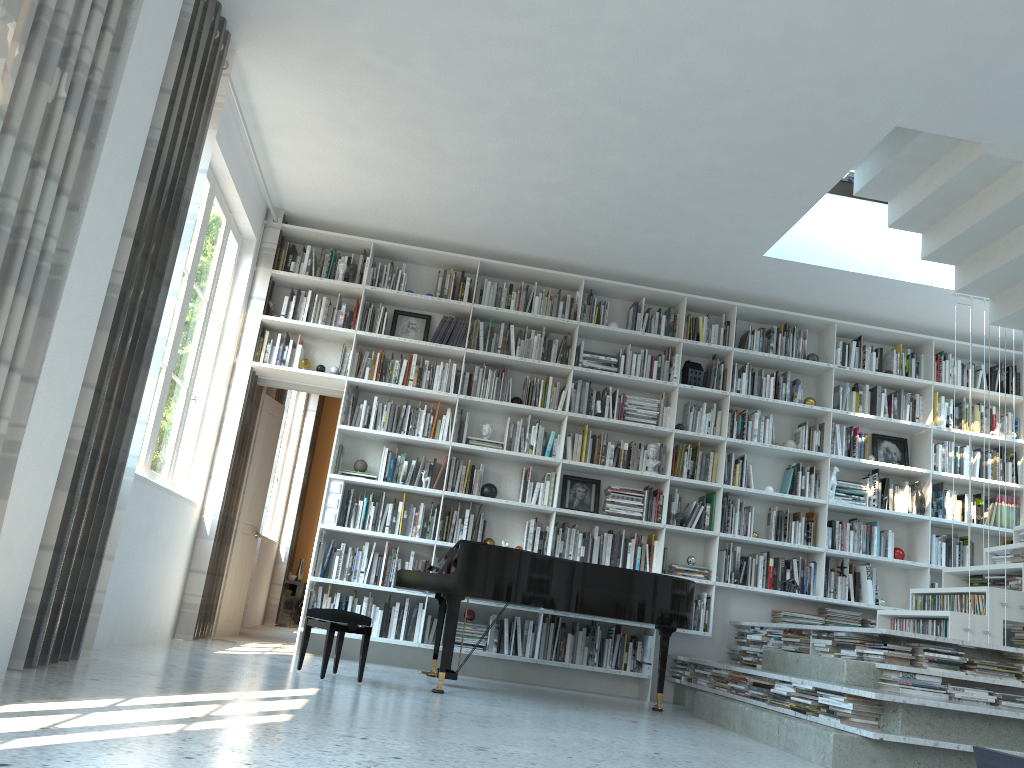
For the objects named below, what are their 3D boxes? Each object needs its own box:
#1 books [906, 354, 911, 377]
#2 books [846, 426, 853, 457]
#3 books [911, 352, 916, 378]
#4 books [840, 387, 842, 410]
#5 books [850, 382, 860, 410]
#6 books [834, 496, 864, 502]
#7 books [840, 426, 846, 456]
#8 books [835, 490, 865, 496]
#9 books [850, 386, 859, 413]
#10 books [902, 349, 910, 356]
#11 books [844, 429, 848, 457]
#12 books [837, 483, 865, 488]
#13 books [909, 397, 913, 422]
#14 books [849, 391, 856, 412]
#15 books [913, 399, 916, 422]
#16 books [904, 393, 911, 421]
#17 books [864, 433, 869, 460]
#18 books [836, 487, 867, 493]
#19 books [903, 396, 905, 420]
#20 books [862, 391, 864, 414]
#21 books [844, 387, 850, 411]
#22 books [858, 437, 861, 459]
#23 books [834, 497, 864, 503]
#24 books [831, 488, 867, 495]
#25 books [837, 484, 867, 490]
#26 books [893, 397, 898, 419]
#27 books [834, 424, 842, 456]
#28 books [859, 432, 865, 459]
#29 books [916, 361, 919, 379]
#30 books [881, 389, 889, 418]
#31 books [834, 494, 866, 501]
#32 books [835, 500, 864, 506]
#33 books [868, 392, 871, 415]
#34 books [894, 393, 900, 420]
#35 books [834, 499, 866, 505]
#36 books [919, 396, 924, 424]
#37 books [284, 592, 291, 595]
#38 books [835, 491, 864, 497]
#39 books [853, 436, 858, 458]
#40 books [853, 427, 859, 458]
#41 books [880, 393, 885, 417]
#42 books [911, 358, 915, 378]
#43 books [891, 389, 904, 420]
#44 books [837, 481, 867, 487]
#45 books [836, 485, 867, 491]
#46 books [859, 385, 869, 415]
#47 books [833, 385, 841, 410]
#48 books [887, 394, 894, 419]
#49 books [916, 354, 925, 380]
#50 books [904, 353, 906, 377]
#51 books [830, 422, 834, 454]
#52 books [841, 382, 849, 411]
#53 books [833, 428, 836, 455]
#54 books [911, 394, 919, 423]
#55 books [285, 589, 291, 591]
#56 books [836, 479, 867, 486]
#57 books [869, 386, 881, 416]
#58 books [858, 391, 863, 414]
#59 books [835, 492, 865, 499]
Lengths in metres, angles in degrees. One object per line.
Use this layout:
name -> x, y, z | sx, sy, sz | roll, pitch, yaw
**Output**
books -> 3.261, -0.110, 7.382 | 0.018, 0.234, 0.186 | 9, -14, -5
books -> 2.711, 0.496, 7.181 | 0.012, 0.286, 0.177 | 9, -14, -5
books -> 3.329, -0.115, 7.416 | 0.025, 0.278, 0.136 | 9, -14, -5
books -> 2.659, 0.155, 7.260 | 0.013, 0.236, 0.142 | 9, -14, -5
books -> 2.802, 0.148, 7.277 | 0.011, 0.295, 0.163 | 9, -14, -5
books -> 2.649, 0.925, 7.081 | 0.254, 0.012, 0.161 | 9, -15, -3
books -> 2.655, 0.492, 7.190 | 0.012, 0.284, 0.160 | 9, -14, -5
books -> 2.660, 0.877, 7.087 | 0.254, 0.012, 0.161 | 8, -15, 0
books -> 2.782, 0.160, 7.263 | 0.026, 0.260, 0.168 | 9, -14, -5
books -> 3.281, -0.133, 7.410 | 0.020, 0.298, 0.131 | 9, -14, -5
books -> 2.680, 0.507, 7.200 | 0.043, 0.268, 0.131 | 9, -14, -5
books -> 2.668, 0.821, 7.108 | 0.254, 0.012, 0.161 | 9, -15, -3
books -> 3.241, 0.245, 7.302 | 0.030, 0.240, 0.162 | 9, -14, -5
books -> 2.754, 0.181, 7.250 | 0.025, 0.207, 0.175 | 9, -14, -5
books -> 3.279, 0.257, 7.313 | 0.022, 0.233, 0.159 | 9, -14, -5
books -> 3.212, 0.223, 7.295 | 0.036, 0.271, 0.177 | 9, -14, -5
books -> 2.827, 0.535, 7.178 | 0.026, 0.243, 0.178 | 9, -14, -5
books -> 2.663, 0.856, 7.099 | 0.285, 0.012, 0.160 | 9, -15, -3
books -> 3.186, 0.233, 7.299 | 0.011, 0.248, 0.152 | 9, -14, -5
books -> 2.843, 0.188, 7.288 | 0.024, 0.235, 0.147 | 9, -14, -5
books -> 2.729, 0.162, 7.276 | 0.026, 0.250, 0.131 | 9, -14, -5
books -> 2.774, 0.544, 7.180 | 0.033, 0.212, 0.153 | 9, -14, -5
books -> 2.648, 0.936, 7.074 | 0.254, 0.012, 0.161 | 8, -15, -1
books -> 2.661, 0.867, 7.094 | 0.285, 0.012, 0.160 | 10, -15, -8
books -> 2.666, 0.833, 7.105 | 0.285, 0.012, 0.160 | 9, -15, -3
books -> 3.106, 0.234, 7.283 | 0.031, 0.217, 0.166 | 9, -14, -5
books -> 2.614, 0.482, 7.181 | 0.065, 0.288, 0.146 | 9, -14, -5
books -> 2.803, 0.529, 7.187 | 0.021, 0.252, 0.167 | 9, -14, -5
books -> 3.351, -0.076, 7.415 | 0.031, 0.211, 0.132 | 9, -14, -5
books -> 3.043, 0.196, 7.302 | 0.048, 0.282, 0.162 | 9, -14, -5
books -> 2.652, 0.914, 7.084 | 0.285, 0.012, 0.160 | 10, -15, -7
books -> 2.645, 0.959, 7.068 | 0.254, 0.012, 0.161 | 10, -15, -9
books -> 2.894, 0.192, 7.281 | 0.025, 0.238, 0.143 | 9, -14, -5
books -> 3.135, 0.218, 7.300 | 0.023, 0.263, 0.156 | 9, -14, -5
books -> 2.647, 0.947, 7.069 | 0.285, 0.012, 0.160 | 8, -15, 0
books -> 3.333, 0.249, 7.316 | 0.031, 0.264, 0.170 | 9, -14, -5
books -> -2.698, 2.459, 10.428 | 0.128, 0.030, 0.183 | 3, -15, 17
books -> 2.655, 0.891, 7.094 | 0.254, 0.012, 0.161 | 9, -15, -5
books -> 2.738, 0.537, 7.161 | 0.013, 0.206, 0.190 | 9, -14, -5
books -> 2.756, 0.505, 7.183 | 0.014, 0.284, 0.176 | 9, -14, -5
books -> 2.988, 0.206, 7.265 | 0.030, 0.229, 0.187 | 9, -14, -5
books -> 3.300, -0.090, 7.388 | 0.029, 0.209, 0.170 | 9, -14, -5
books -> 3.160, 0.203, 7.292 | 0.022, 0.293, 0.181 | 9, -14, -5
books -> 2.669, 0.810, 7.111 | 0.285, 0.012, 0.160 | 10, -15, -7
books -> 2.665, 0.843, 7.095 | 0.285, 0.012, 0.160 | 11, -15, -10
books -> 2.873, 0.162, 7.276 | 0.026, 0.287, 0.156 | 9, -14, -5
books -> 2.648, 0.145, 7.263 | 0.012, 0.253, 0.161 | 9, -14, -5
books -> 3.073, 0.215, 7.276 | 0.014, 0.239, 0.190 | 9, -14, -5
books -> 3.385, -0.102, 7.403 | 0.026, 0.262, 0.163 | 9, -14, -5
books -> 3.242, -0.118, 7.404 | 0.017, 0.256, 0.147 | 9, -14, -5
books -> 2.564, 0.469, 7.181 | 0.015, 0.300, 0.141 | 9, -14, -5
books -> 2.694, 0.138, 7.268 | 0.051, 0.281, 0.167 | 9, -14, -5
books -> 2.574, 0.494, 7.167 | 0.011, 0.247, 0.156 | 9, -14, -5
books -> 3.306, 0.236, 7.318 | 0.026, 0.283, 0.147 | 9, -14, -5
books -> -2.697, 2.419, 10.446 | 0.133, 0.012, 0.189 | 5, -15, 12
books -> 2.671, 0.798, 7.114 | 0.285, 0.012, 0.160 | 9, -15, -3
books -> 2.930, 0.172, 7.236 | 0.032, 0.264, 0.246 | 9, -14, -5
books -> 2.817, 0.186, 7.270 | 0.030, 0.223, 0.158 | 9, -14, -5
books -> 2.655, 0.901, 7.081 | 0.254, 0.012, 0.161 | 11, -15, -10
